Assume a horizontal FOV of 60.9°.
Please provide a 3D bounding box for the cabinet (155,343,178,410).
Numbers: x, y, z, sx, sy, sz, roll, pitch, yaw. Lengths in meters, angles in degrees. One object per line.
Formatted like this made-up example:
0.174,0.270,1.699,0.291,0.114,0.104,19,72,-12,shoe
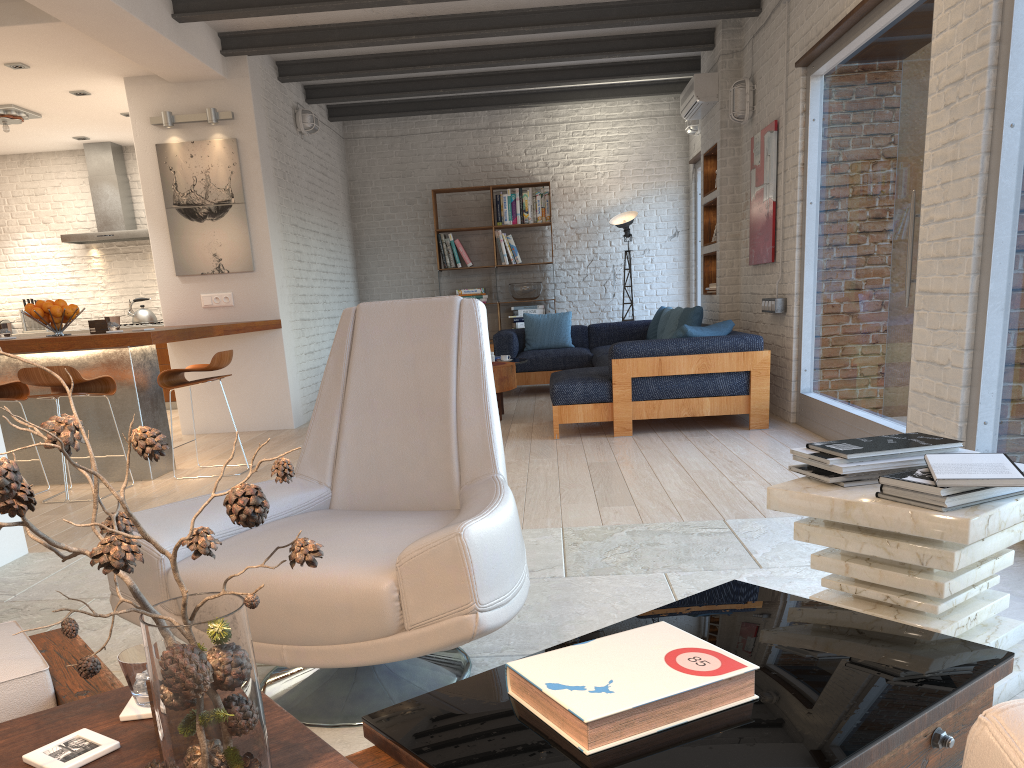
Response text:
-4.884,-1.007,8.681,4.709,2.939,2.217,-9,13,-32,cabinet

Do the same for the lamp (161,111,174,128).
-2.695,-2.070,6.823,0.079,0.108,0.077,4,14,30,lamp

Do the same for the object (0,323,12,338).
-3.136,-0.332,5.387,0.091,0.088,0.088,-3,10,0,object

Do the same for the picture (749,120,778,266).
1.893,-1.406,6.596,0.019,0.996,0.715,-3,12,3,picture

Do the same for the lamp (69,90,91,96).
-3.560,-2.416,7.183,0.124,0.057,0.119,-3,8,3,lamp

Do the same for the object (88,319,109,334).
-2.574,-0.359,5.445,0.092,0.085,0.113,-13,13,-42,object

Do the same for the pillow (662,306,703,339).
1.470,-0.468,7.566,0.255,0.431,1.170,-3,7,2,pillow

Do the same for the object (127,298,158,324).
-4.057,-0.809,9.587,0.262,0.286,0.253,1,12,24,object

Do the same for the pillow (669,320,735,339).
1.317,-0.279,6.295,0.554,0.340,0.370,-10,12,-36,pillow

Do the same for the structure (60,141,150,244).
-4.366,-2.066,9.419,0.986,1.031,0.438,-3,14,3,structure

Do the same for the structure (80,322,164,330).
-4.290,-0.654,9.736,0.812,0.033,0.569,-3,6,3,structure

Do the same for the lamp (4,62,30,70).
-3.594,-2.328,6.326,0.124,0.057,0.119,-3,8,3,lamp

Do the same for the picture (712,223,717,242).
1.908,-1.426,7.983,0.102,0.254,0.186,-5,12,-6,picture

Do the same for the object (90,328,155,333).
-2.445,-0.338,5.404,0.396,0.036,0.191,-3,6,7,object

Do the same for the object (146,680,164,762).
-0.479,0.484,1.285,0.093,0.085,0.112,-8,10,-25,object

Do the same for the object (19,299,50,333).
-5.471,-0.781,9.962,0.322,0.390,0.063,-3,15,3,object

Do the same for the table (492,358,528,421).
-0.432,0.033,7.855,1.077,0.463,1.767,-2,6,8,table

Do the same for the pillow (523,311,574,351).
0.392,-0.572,9.418,0.555,0.425,0.214,-3,13,2,pillow

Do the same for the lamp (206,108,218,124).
-2.341,-2.090,6.805,0.079,0.108,0.077,4,14,30,lamp

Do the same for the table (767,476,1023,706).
0.987,0.489,2.166,0.486,0.523,0.486,-12,14,-36,table

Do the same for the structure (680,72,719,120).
1.635,-2.511,7.651,0.200,0.227,0.787,-3,6,3,structure

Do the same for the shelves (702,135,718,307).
1.895,-1.442,7.929,0.192,1.481,0.737,-3,13,3,shelves

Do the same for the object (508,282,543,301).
0.160,-1.075,10.160,0.398,0.209,0.391,4,11,44,object

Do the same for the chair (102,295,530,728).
-0.398,0.297,2.378,1.026,1.055,0.936,0,12,19,chair

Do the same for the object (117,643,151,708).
-0.573,0.466,1.391,0.089,0.088,0.089,-11,13,-37,object

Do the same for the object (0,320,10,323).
-5.960,-0.642,9.973,0.345,0.165,0.241,-3,9,3,object

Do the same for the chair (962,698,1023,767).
1.059,0.387,0.598,0.979,1.036,0.993,-6,11,-13,chair

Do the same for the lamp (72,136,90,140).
-4.421,-2.539,8.942,0.124,0.057,0.119,-3,8,3,lamp

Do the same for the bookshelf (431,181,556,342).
-0.167,-1.115,10.128,1.318,2.286,0.349,-3,15,3,bookshelf

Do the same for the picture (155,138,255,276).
-2.476,-1.417,7.050,0.655,1.054,0.019,-3,15,3,picture

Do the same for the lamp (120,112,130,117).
-3.527,-2.504,8.039,0.124,0.057,0.119,-3,8,3,lamp

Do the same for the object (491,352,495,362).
-0.209,-0.231,7.836,0.108,0.112,0.104,0,11,18,object

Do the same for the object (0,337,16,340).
-3.208,-0.294,5.436,0.287,0.036,0.198,-3,6,3,object

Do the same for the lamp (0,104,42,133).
-4.467,-2.308,7.678,0.450,0.177,0.434,-3,7,3,lamp

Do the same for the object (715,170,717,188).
1.864,-1.855,7.771,0.112,0.252,0.208,-1,12,10,object

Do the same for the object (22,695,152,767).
-0.591,0.512,1.322,0.268,0.036,0.243,-6,7,-25,object

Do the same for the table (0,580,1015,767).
-0.089,0.687,1.223,1.936,0.445,2.168,-8,8,-36,table

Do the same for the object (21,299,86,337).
-2.852,-0.414,5.446,0.360,0.230,0.356,-9,10,-31,object

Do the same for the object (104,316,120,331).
-2.453,-0.371,5.362,0.091,0.088,0.088,0,11,17,object

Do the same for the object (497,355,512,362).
-0.068,-0.230,8.015,0.154,0.059,0.261,-4,6,-5,object

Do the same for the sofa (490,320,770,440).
0.791,-0.158,7.881,2.080,0.685,3.814,-3,6,3,sofa

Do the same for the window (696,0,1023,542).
2.014,-2.746,3.500,0.648,6.627,11.904,-3,8,3,window

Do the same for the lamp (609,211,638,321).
1.460,-0.993,9.758,0.500,1.915,0.843,-10,15,-25,lamp

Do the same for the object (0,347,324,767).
-0.500,0.247,0.965,0.536,0.630,0.308,-9,14,-25,object

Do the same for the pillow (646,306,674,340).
1.537,-0.579,8.870,0.243,0.412,1.068,-3,7,1,pillow
